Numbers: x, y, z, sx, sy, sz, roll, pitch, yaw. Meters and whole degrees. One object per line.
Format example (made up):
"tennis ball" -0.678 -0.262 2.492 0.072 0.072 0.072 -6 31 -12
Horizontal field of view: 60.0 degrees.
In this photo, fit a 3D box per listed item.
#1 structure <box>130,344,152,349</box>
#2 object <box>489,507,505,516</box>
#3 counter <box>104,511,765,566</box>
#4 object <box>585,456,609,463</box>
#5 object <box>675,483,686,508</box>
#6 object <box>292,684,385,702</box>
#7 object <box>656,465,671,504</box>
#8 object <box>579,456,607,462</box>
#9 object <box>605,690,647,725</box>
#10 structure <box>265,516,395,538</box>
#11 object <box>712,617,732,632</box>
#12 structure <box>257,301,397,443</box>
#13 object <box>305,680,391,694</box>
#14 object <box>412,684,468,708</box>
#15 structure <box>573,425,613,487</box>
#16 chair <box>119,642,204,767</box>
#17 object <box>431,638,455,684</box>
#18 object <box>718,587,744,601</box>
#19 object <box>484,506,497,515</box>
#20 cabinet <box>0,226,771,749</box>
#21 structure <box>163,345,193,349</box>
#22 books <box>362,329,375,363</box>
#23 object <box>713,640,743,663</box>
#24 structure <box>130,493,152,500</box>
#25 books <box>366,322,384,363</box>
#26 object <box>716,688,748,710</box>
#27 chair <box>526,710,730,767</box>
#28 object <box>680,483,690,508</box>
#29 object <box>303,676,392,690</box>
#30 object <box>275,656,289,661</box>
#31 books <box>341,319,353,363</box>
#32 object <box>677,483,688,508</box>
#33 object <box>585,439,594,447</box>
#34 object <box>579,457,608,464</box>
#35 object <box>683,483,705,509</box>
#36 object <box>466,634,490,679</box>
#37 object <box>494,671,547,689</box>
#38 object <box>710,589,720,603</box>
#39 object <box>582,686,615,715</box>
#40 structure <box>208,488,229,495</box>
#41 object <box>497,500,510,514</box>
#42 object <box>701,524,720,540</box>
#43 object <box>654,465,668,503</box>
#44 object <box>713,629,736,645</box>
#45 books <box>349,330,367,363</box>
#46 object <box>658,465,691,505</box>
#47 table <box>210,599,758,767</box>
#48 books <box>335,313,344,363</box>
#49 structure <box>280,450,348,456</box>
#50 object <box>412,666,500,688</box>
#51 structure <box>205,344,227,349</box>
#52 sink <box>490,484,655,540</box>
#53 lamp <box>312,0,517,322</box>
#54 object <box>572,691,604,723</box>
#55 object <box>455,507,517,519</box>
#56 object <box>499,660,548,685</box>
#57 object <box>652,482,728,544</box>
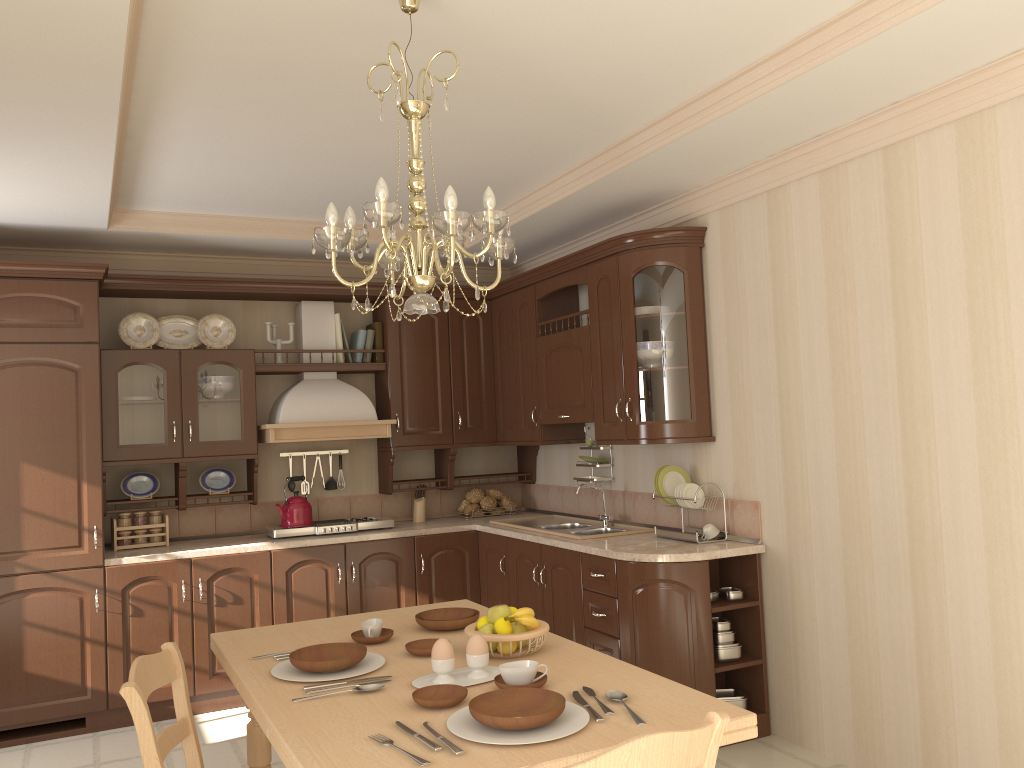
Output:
"structure" -2.056 -0.248 4.912 0.110 0.126 0.080 -1 -3 -26
"object" -0.100 0.828 5.759 0.103 0.060 0.105 -1 -3 -31
"counter" -0.584 0.826 4.418 2.603 0.034 2.422 -1 -3 -26
"object" 0.466 0.429 5.057 0.167 0.051 0.174 -1 -3 -26
"object" 0.826 0.531 4.220 0.123 0.119 0.034 -1 -3 -26
"object" -0.413 0.738 2.117 0.219 0.011 0.047 -2 -3 -17
"object" 0.782 0.489 4.312 0.193 0.188 0.047 -1 -3 -25
"object" 0.465 0.432 5.057 0.167 0.051 0.174 -1 -3 -26
"object" 0.245 0.698 1.919 0.047 0.011 0.219 -2 -3 -10
"structure" -1.054 0.831 5.182 0.710 0.054 0.325 -1 -3 -26
"object" 0.923 1.075 3.962 0.084 0.045 0.120 -2 -3 -15
"structure" -1.134 -0.085 5.307 0.753 0.845 0.455 -1 -3 -26
"object" -0.399 0.743 2.179 0.216 0.004 0.022 -1 -3 -20
"object" -0.163 0.713 2.013 0.126 0.026 0.127 -1 -4 -35
"structure" 0.459 0.414 5.104 0.131 0.361 0.256 -1 -3 -26
"chair" -0.699 1.120 2.309 0.517 0.846 0.462 -2 -3 -9
"object" -0.171 0.682 2.196 0.058 0.104 0.058 -5 -4 43
"object" 0.980 0.941 3.971 0.084 0.045 0.120 -2 -3 -15
"object" -0.150 0.808 5.795 0.098 0.094 0.114 -5 -4 44
"cabinet" -0.875 0.495 4.314 3.226 2.313 2.436 -1 -3 -26
"structure" -1.901 -0.248 5.048 0.154 0.126 0.080 -1 -3 -26
"books" -0.916 -0.226 5.535 0.080 0.209 0.205 -1 -3 -26
"object" 0.927 1.180 3.957 0.145 0.077 0.208 -2 -3 -15
"structure" -2.058 0.576 4.917 0.110 0.126 0.080 -1 -3 -26
"books" -0.859 -0.250 5.567 0.052 0.254 0.205 -1 -3 -26
"object" 0.939 1.414 3.945 0.208 0.077 0.145 -3 -3 -1
"chair" 0.113 1.055 1.746 0.462 0.846 0.517 -1 -3 -33
"object" 0.843 0.528 4.181 0.123 0.119 0.034 -1 -3 -26
"object" -0.410 0.744 2.213 0.221 0.008 0.023 -1 -3 -21
"object" -0.561 0.766 2.519 0.218 0.008 0.022 -1 -3 -23
"books" -1.049 -0.254 5.490 0.068 0.271 0.194 -1 -3 -26
"object" 0.835 0.529 4.201 0.123 0.119 0.034 -1 -3 -24
"object" 0.457 0.344 5.155 0.044 0.051 0.049 -4 -3 33
"object" 0.464 0.435 5.056 0.167 0.051 0.174 -1 -3 -26
"object" 0.852 0.526 4.162 0.123 0.119 0.034 -1 -3 -26
"object" -0.087 0.680 2.227 0.058 0.104 0.058 -5 -4 43
"object" 0.021 0.709 2.103 0.126 0.026 0.127 -1 -4 -35
"object" 0.863 0.945 3.962 0.084 0.045 0.120 0 -4 -40
"object" 0.190 0.707 1.988 0.022 0.004 0.216 -2 -3 -10
"structure" -1.687 0.568 5.094 0.110 0.126 0.080 -1 -3 -26
"object" -0.064 0.805 5.826 0.091 0.100 0.125 -1 -3 -30
"object" 0.924 0.685 4.114 0.073 0.072 0.085 -4 -3 28
"object" 0.774 0.491 4.329 0.193 0.188 0.047 -1 -3 -25
"object" 0.925 1.121 3.960 0.106 0.057 0.152 -2 -3 -15
"books" -0.966 -0.225 5.521 0.086 0.209 0.205 -1 -3 -26
"object" 0.790 0.488 4.296 0.193 0.188 0.047 -1 -3 -25
"table" -0.214 1.133 2.340 0.900 0.774 1.567 -1 -3 -26
"books" -1.081 -0.272 5.468 0.042 0.305 0.194 -1 -3 -26
"structure" -1.215 0.425 5.460 0.422 0.020 0.008 -1 -3 -26
"object" -0.130 0.731 2.203 0.245 0.005 0.157 -1 -3 -29
"structure" -1.696 -0.255 5.087 0.110 0.126 0.080 -1 -3 -26
"sink" 0.298 0.727 4.926 0.448 0.348 1.077 -1 -3 -26
"lamp" -0.261 -0.674 2.378 0.502 0.982 0.501 -5 -4 34
"object" 0.161 0.704 1.944 0.023 0.008 0.221 -2 -3 -11
"object" -0.166 0.830 5.753 0.364 0.060 0.199 -1 -3 -26
"object" 0.028 0.693 2.106 0.119 0.055 0.063 -2 -3 -12
"object" 0.836 0.596 4.199 0.172 0.275 0.359 -1 -3 -25
